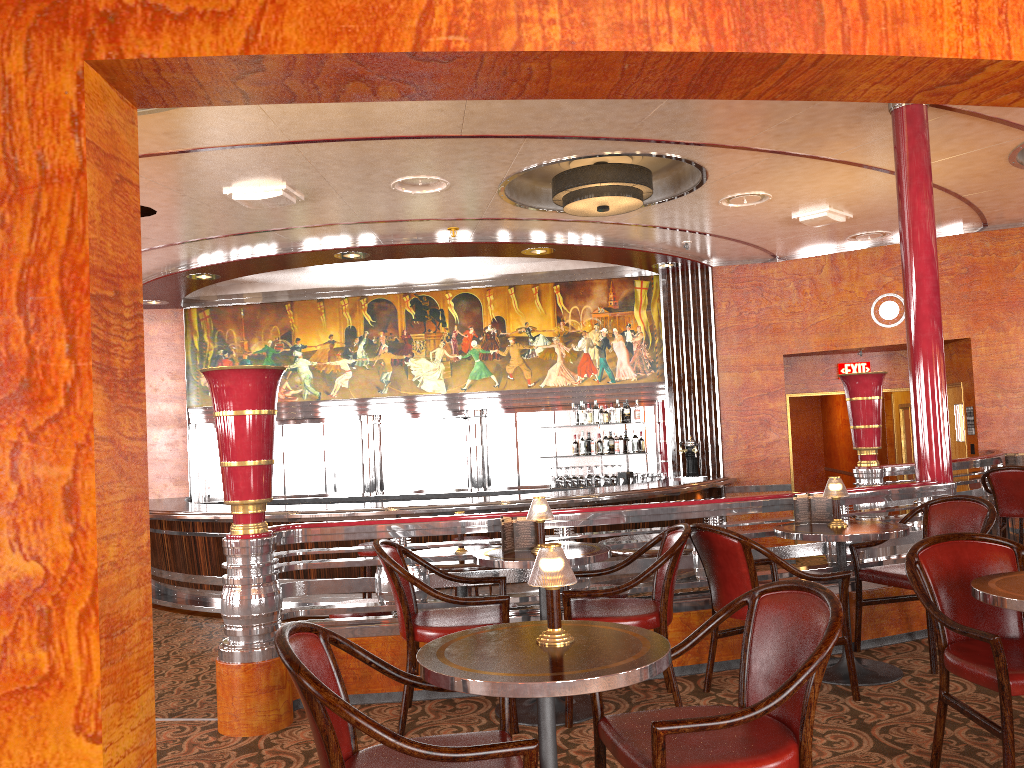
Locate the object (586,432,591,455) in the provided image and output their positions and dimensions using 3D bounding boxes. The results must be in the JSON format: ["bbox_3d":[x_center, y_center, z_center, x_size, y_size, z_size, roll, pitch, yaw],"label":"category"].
[{"bbox_3d":[0.969,0.747,11.127,0.090,0.293,0.090,-2,-3,-13],"label":"object"}]

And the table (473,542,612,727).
[{"bbox_3d":[0.155,1.129,4.078,0.639,0.720,0.640,0,-4,-39],"label":"table"}]

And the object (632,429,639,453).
[{"bbox_3d":[1.530,0.705,10.975,0.078,0.305,0.078,-4,-3,21],"label":"object"}]

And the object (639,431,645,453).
[{"bbox_3d":[1.615,0.722,11.050,0.080,0.272,0.080,-3,-3,6],"label":"object"}]

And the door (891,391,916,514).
[{"bbox_3d":[5.013,1.061,11.151,0.063,1.982,0.808,-3,-3,2],"label":"door"}]

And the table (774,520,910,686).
[{"bbox_3d":[1.665,1.077,4.441,0.639,0.720,0.640,-2,-3,-21],"label":"table"}]

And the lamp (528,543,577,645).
[{"bbox_3d":[0.107,0.544,2.315,0.130,0.250,0.130,-5,-3,37],"label":"lamp"}]

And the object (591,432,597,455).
[{"bbox_3d":[1.011,0.743,11.014,0.067,0.282,0.067,-1,-3,-27],"label":"object"}]

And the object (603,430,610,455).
[{"bbox_3d":[1.162,0.722,10.965,0.078,0.305,0.078,0,-4,-44],"label":"object"}]

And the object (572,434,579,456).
[{"bbox_3d":[0.795,0.764,11.106,0.080,0.272,0.080,-3,-3,11],"label":"object"}]

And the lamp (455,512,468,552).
[{"bbox_3d":[-0.310,0.898,5.341,0.130,0.250,0.130,-4,-3,28],"label":"lamp"}]

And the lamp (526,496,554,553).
[{"bbox_3d":[0.131,0.643,4.062,0.130,0.250,0.130,-4,-3,19],"label":"lamp"}]

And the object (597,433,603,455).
[{"bbox_3d":[1.096,0.749,11.085,0.080,0.272,0.080,-3,-3,11],"label":"object"}]

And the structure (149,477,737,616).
[{"bbox_3d":[-1.347,1.758,9.685,7.811,1.046,3.209,-3,-3,8],"label":"structure"}]

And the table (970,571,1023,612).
[{"bbox_3d":[1.759,0.971,2.658,0.640,0.720,0.640,-4,-3,28],"label":"table"}]

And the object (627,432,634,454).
[{"bbox_3d":[1.454,0.723,10.940,0.080,0.272,0.080,-3,-3,11],"label":"object"}]

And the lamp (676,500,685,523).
[{"bbox_3d":[1.043,0.839,5.440,0.130,0.250,0.130,-4,-3,19],"label":"lamp"}]

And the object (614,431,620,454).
[{"bbox_3d":[1.288,0.725,10.921,0.067,0.282,0.067,-2,-3,-18],"label":"object"}]

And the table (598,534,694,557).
[{"bbox_3d":[0.967,1.450,5.461,0.849,0.960,0.850,-2,-3,-12],"label":"table"}]

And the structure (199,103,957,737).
[{"bbox_3d":[0.631,0.101,4.776,4.353,3.603,0.549,-2,-3,-18],"label":"structure"}]

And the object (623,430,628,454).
[{"bbox_3d":[1.426,0.723,11.094,0.090,0.293,0.090,-5,-3,42],"label":"object"}]

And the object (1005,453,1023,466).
[{"bbox_3d":[4.582,0.703,7.995,0.169,0.156,0.195,-3,-3,3],"label":"object"}]

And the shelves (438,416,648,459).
[{"bbox_3d":[0.386,0.648,11.154,2.594,0.568,0.339,-3,-3,8],"label":"shelves"}]

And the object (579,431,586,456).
[{"bbox_3d":[0.878,0.739,11.034,0.078,0.305,0.078,-3,-3,1],"label":"object"}]

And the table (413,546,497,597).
[{"bbox_3d":[-0.284,1.500,5.289,0.849,0.960,0.850,-3,-3,10],"label":"table"}]

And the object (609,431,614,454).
[{"bbox_3d":[1.235,0.730,11.050,0.090,0.293,0.090,-3,-3,2],"label":"object"}]

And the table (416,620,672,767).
[{"bbox_3d":[0.096,1.026,2.234,0.639,0.720,0.640,-1,-3,-30],"label":"table"}]

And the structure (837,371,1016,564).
[{"bbox_3d":[4.017,0.918,8.030,3.168,2.023,0.624,0,-4,-42],"label":"structure"}]

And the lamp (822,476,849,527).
[{"bbox_3d":[1.649,0.596,4.509,0.130,0.250,0.130,-1,-3,-35],"label":"lamp"}]

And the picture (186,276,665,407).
[{"bbox_3d":[-1.234,-0.515,11.387,6.255,1.321,0.001,-3,-3,8],"label":"picture"}]

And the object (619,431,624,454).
[{"bbox_3d":[1.351,0.725,10.981,0.067,0.282,0.067,-1,-3,-32],"label":"object"}]

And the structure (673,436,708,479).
[{"bbox_3d":[2.103,0.888,10.455,0.360,0.539,0.280,-4,-3,28],"label":"structure"}]
